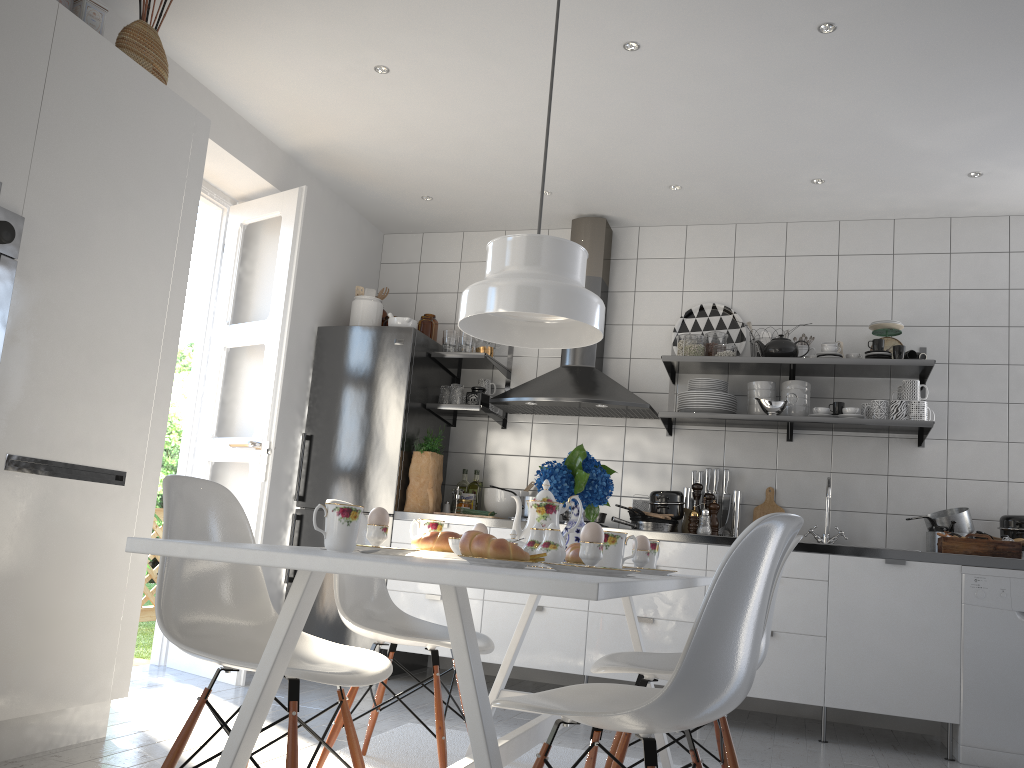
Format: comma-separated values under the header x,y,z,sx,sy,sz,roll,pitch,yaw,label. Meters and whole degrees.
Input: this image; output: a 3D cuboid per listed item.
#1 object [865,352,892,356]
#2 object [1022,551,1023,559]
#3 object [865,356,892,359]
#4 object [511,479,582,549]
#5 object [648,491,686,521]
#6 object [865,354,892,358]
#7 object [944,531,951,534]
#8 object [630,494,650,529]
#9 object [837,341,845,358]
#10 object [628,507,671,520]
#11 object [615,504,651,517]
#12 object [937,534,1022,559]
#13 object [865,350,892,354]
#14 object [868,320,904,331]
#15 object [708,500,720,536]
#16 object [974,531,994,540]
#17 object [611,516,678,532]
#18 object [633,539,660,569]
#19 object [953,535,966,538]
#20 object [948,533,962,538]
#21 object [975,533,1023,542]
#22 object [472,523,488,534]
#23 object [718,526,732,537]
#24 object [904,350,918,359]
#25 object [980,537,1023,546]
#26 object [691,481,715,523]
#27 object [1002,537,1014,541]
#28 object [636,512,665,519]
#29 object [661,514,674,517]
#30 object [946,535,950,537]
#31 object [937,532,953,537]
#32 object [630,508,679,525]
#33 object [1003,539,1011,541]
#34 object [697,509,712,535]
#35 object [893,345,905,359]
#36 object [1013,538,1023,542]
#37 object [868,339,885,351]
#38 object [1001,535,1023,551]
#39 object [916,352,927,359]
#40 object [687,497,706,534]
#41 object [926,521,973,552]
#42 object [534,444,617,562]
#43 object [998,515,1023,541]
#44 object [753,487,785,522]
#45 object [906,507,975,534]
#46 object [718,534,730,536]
x,y,z,sx,sy,sz,roll,pitch,yaw,label
1.750,-0.129,4.229,0.121,0.023,0.121,14,-14,-39,object
2.213,0.776,4.054,0.351,0.060,0.233,6,-10,-3,object
1.748,-0.111,4.227,0.121,0.021,0.122,6,-10,-4,object
0.090,0.372,2.389,0.149,0.229,0.141,-2,-11,36,object
0.776,0.610,4.451,0.190,0.158,0.198,9,-10,-20,object
1.748,-0.120,4.229,0.121,0.021,0.122,1,-11,22,object
2.066,0.717,3.944,0.265,0.106,0.048,2,-9,15,object
0.677,0.686,4.683,0.101,0.200,0.081,4,-9,8,object
1.635,-0.138,4.489,0.127,0.151,0.116,-4,-13,44,object
0.671,0.636,4.359,0.059,0.060,0.335,9,-11,-23,object
0.681,0.659,4.410,0.246,0.080,0.358,0,-12,26,object
2.030,0.704,3.860,0.301,0.100,0.212,1,-11,20,object
1.748,-0.139,4.232,0.121,0.023,0.121,11,-12,-31,object
1.874,-0.284,4.440,0.163,0.046,0.165,9,-11,-22,object
0.993,0.665,4.368,0.059,0.183,0.058,13,-12,-43,object
2.242,0.725,4.030,0.246,0.080,0.358,0,-12,26,object
0.651,0.710,4.434,0.351,0.060,0.233,6,-10,-3,object
0.392,0.506,2.600,0.078,0.095,0.091,3,-10,12,object
2.015,0.700,3.815,0.220,0.084,0.030,-5,-13,43,object
1.967,0.712,3.939,0.118,0.098,0.085,3,-9,12,object
2.232,0.702,3.979,0.059,0.060,0.335,9,-11,-23,object
-0.095,0.443,2.625,0.048,0.062,0.048,1,-10,22,object
1.093,0.764,4.540,0.069,0.068,0.029,1,-10,23,object
1.889,-0.126,4.218,0.069,0.057,0.080,6,-10,-9,object
2.217,0.706,3.972,0.064,0.044,0.336,8,-11,-15,object
0.957,0.627,4.452,0.123,0.281,0.061,1,-9,23,object
2.149,0.693,3.847,0.050,0.058,0.053,3,-10,12,object
0.656,0.640,4.352,0.064,0.044,0.336,8,-11,-15,object
0.694,0.654,4.386,0.065,0.021,0.338,8,-11,-18,object
1.901,0.680,3.838,0.049,0.048,0.048,0,-11,29,object
1.953,0.695,3.838,0.217,0.093,0.030,-5,-13,43,object
0.667,0.672,4.413,0.348,0.081,0.244,11,-12,-30,object
2.103,0.691,3.762,0.042,0.062,0.069,13,-12,-40,object
0.938,0.674,4.312,0.069,0.134,0.069,5,-9,-2,object
1.829,-0.141,4.177,0.055,0.076,0.070,8,-10,-18,object
2.108,0.718,3.905,0.271,0.094,0.051,1,-10,23,object
1.745,-0.173,4.241,0.070,0.078,0.056,-2,-12,38,object
2.229,0.738,4.032,0.348,0.081,0.244,11,-12,-30,object
1.928,-0.129,4.219,0.069,0.058,0.083,6,-10,-4,object
0.911,0.655,4.374,0.080,0.191,0.058,4,-9,7,object
2.053,0.722,4.091,0.200,0.153,0.350,5,-10,3,object
0.191,0.371,2.731,0.265,0.374,0.237,2,-10,20,object
2.337,0.676,4.071,0.190,0.158,0.198,9,-10,-20,object
1.324,0.675,4.564,0.157,0.292,0.047,2,-9,18,object
1.982,0.650,4.167,0.371,0.168,0.204,6,-10,-4,object
1.065,0.769,4.477,0.072,0.031,0.071,2,-11,18,object
